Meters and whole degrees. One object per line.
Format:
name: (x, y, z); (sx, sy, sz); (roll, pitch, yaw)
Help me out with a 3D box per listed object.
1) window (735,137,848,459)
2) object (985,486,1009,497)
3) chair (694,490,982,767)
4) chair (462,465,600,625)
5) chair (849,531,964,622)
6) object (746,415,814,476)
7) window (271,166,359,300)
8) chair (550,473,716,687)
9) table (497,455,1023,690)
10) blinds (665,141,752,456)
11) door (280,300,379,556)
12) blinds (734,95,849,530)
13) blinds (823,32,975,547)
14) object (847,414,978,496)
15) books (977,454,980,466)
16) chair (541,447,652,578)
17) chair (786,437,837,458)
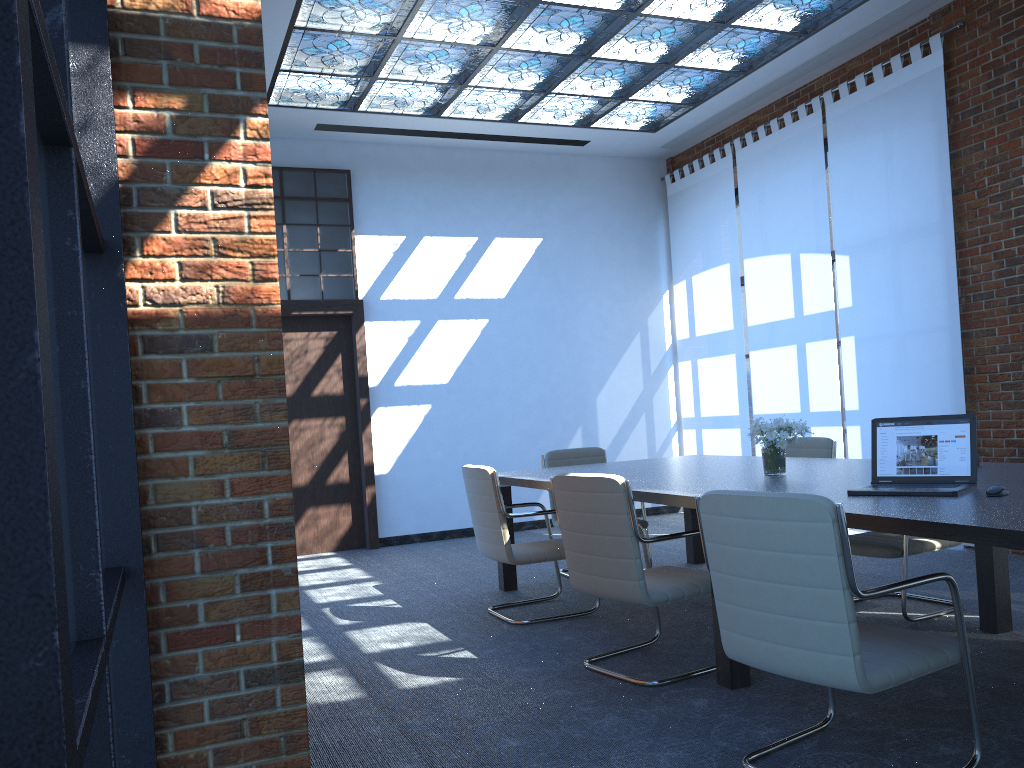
window: (4.156, -0.670, 5.684); (0.160, 3.607, 9.635); (-4, -2, -22)
object: (1.683, 0.372, 3.078); (0.101, 0.034, 0.059); (-2, -2, -42)
chair: (1.029, 0.769, 2.814); (0.705, 0.923, 0.561); (-3, -1, -33)
chair: (0.107, 0.927, 5.368); (0.706, 0.923, 0.560); (-3, -1, -22)
chair: (2.115, 0.778, 4.904); (0.705, 0.923, 0.561); (-3, -1, -28)
object: (1.349, 0.310, 4.541); (0.329, 0.309, 0.336); (-4, -1, -11)
window: (-2.158, -1.410, 8.414); (1.327, 1.292, 0.059); (-3, 0, -22)
chair: (0.616, 0.845, 4.098); (0.705, 0.923, 0.561); (-3, -1, -33)
table: (1.449, 0.862, 4.477); (1.808, 0.809, 4.510); (-3, -2, -22)
blinds: (2.076, -0.501, 9.379); (0.039, 3.757, 1.220); (-4, 0, -22)
door: (-2.055, 0.429, 8.471); (1.399, 2.435, 0.200); (-4, 0, -22)
blinds: (2.551, -0.577, 8.194); (0.039, 3.757, 1.220); (-4, 0, -22)
blinds: (3.022, -0.653, 7.018); (0.039, 3.757, 1.220); (-4, 0, -22)
object: (1.519, 0.269, 3.371); (0.391, 0.283, 0.322); (-5, -2, 41)
books: (2.092, 0.353, 4.365); (0.294, 0.115, 0.255); (-3, -2, -23)
chair: (0.623, 0.938, 6.549); (0.559, 0.923, 0.707); (-4, -1, -22)
chair: (1.783, 0.842, 6.002); (0.706, 0.923, 0.560); (-3, -1, -18)
